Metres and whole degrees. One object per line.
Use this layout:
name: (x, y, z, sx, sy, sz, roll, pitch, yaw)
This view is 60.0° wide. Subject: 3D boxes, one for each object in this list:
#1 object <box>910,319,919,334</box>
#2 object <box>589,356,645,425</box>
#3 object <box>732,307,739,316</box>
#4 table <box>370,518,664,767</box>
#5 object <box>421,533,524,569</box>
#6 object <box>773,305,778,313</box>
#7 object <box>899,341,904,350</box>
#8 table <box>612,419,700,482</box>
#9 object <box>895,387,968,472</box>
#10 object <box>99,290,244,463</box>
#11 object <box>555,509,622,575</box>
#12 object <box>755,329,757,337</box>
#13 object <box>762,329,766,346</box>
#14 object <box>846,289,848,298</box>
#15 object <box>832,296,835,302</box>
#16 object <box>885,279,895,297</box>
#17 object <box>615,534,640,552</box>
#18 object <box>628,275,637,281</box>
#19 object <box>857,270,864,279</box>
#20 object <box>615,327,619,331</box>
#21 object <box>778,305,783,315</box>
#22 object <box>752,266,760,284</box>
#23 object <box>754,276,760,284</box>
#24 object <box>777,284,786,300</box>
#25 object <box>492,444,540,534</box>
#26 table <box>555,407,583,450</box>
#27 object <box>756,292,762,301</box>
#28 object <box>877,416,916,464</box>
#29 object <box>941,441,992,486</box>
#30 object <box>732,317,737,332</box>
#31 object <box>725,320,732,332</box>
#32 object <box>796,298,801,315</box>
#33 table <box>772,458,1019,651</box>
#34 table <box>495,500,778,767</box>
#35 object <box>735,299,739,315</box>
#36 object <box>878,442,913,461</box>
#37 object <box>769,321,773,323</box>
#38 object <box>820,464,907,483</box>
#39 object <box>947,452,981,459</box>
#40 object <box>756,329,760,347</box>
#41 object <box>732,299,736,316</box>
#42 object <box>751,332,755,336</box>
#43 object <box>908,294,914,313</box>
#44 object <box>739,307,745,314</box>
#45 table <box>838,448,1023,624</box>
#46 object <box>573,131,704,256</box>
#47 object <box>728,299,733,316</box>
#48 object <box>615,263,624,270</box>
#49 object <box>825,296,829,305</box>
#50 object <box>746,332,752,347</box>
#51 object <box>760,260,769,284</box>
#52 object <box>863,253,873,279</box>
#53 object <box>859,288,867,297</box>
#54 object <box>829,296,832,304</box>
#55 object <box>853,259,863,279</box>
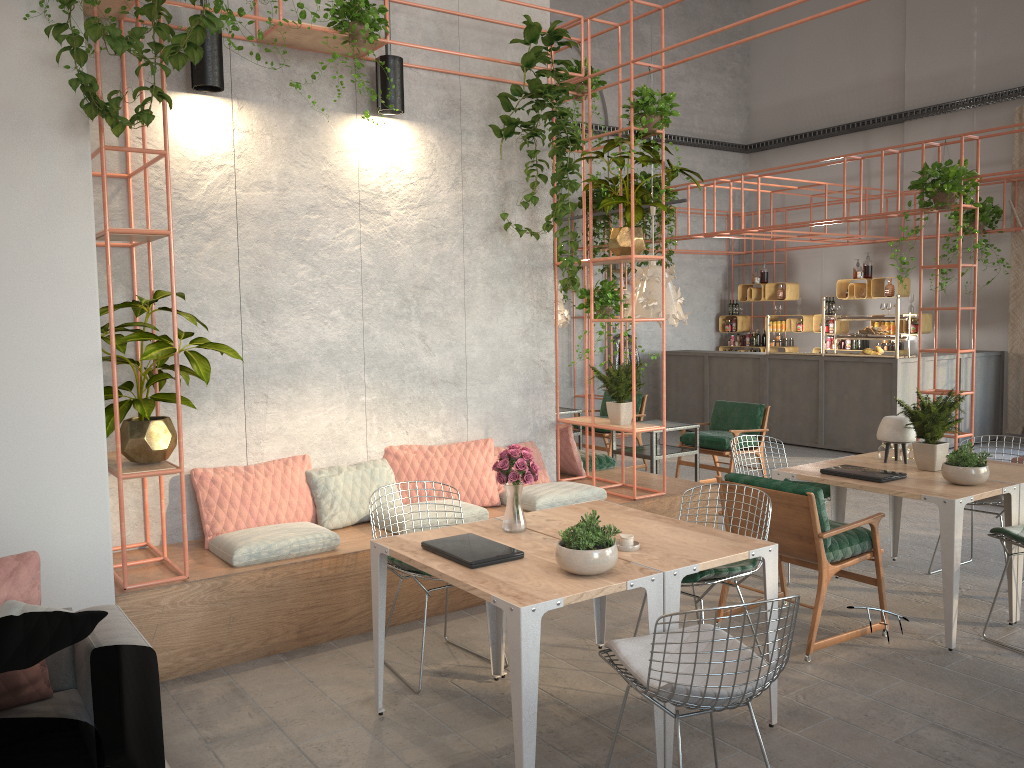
object: (5.693, -0.818, 12.521, 0.131, 0.207, 0.131, 0, 5, 10)
object: (0.816, 0.047, 6.677, 0.438, 0.527, 0.368, -4, 5, -35)
object: (3.827, -1.244, 15.157, 0.115, 0.147, 0.115, 0, 5, 10)
table: (-0.022, 1.142, 3.816, 0.694, 0.830, 1.205, -4, 5, -35)
object: (-0.175, 0.714, 3.819, 0.268, 0.031, 0.427, -4, 5, -35)
object: (4.304, -1.204, 14.471, 0.083, 0.159, 0.083, -3, 5, -25)
object: (5.662, -0.566, 12.905, 0.073, 0.131, 0.073, -5, 6, -42)
table: (1.377, 0.783, 8.508, 0.635, 0.798, 0.602, -4, 5, -35)
object: (2.627, 0.278, 5.544, 0.438, 0.527, 0.368, -4, 5, -35)
object: (-1.939, -0.043, 4.686, 0.934, 0.919, 0.903, 1, 5, 27)
object: (0.294, 0.622, 3.511, 0.248, 0.247, 0.254, -4, 5, -35)
object: (4.117, -0.775, 14.905, 0.074, 0.287, 0.072, -1, 4, -3)
object: (4.236, -0.776, 14.891, 0.074, 0.287, 0.072, -1, 4, -3)
object: (5.112, -1.375, 13.440, 0.097, 0.148, 0.097, -5, 6, -38)
object: (4.979, -1.226, 13.745, 0.066, 0.291, 0.066, -1, 5, 5)
object: (5.487, -1.393, 12.880, 0.137, 0.261, 0.137, -1, 4, 1)
object: (0.497, 0.680, 3.848, 0.115, 0.078, 0.115, -4, 5, -29)
object: (1.963, -1.697, 14.241, 0.263, 0.101, 0.013, -4, 5, -35)
object: (5.164, -1.622, 13.148, 0.088, 0.123, 0.088, 1, 5, 21)
object: (1.665, -0.879, 14.142, 0.093, 0.121, 0.049, -4, 5, -32)
object: (4.356, -1.199, 14.396, 0.083, 0.159, 0.083, -3, 5, -25)
object: (4.122, -1.834, 14.947, 0.134, 0.301, 0.134, 3, 6, 44)
object: (4.069, -1.726, 14.721, 0.088, 0.123, 0.088, 1, 5, 21)
object: (4.392, -1.497, 14.454, 0.137, 0.261, 0.137, -1, 4, 1)
object: (0.020, 0.490, 4.183, 0.213, 0.414, 0.225, -5, 6, -42)
table: (0.376, 0.688, 9.946, 0.635, 0.798, 0.602, -4, 5, -35)
object: (4.125, -1.455, 14.734, 0.123, 0.142, 0.141, -4, 5, -35)
object: (2.542, 0.372, 5.867, 0.241, 0.313, 0.241, 0, 5, 10)
object: (2.612, 0.455, 5.113, 0.248, 0.247, 0.254, -4, 5, -35)
object: (3.822, -1.017, 15.160, 0.072, 0.248, 0.094, -4, 5, -35)
object: (3.743, -1.001, 15.297, 0.131, 0.207, 0.131, 0, 5, 10)
object: (4.607, -1.249, 14.247, 0.075, 0.273, 0.075, 1, 5, 21)
table: (2.296, 0.975, 5.418, 0.694, 0.830, 1.205, -4, 5, -35)
table: (0.548, 1.101, 4.214, 0.694, 0.830, 1.214, -4, 5, -35)
object: (3.884, -1.329, 15.319, 0.066, 0.291, 0.066, -1, 5, 5)
object: (2.608, 0.430, 6.015, 0.210, 0.154, 0.165, 3, 6, 45)
object: (4.242, -0.941, 14.532, 0.069, 0.191, 0.069, 0, 5, 7)
object: (2.143, 0.547, 5.421, 0.268, 0.031, 0.427, -4, 5, -35)
object: (3.000, 0.486, 5.891, 0.218, 0.041, 0.218, -3, 5, -26)
object: (4.100, -0.767, 14.786, 0.066, 0.291, 0.066, 3, 6, 39)
object: (3.816, -1.325, 15.275, 0.066, 0.291, 0.066, -3, 5, -28)
object: (4.055, -0.759, 14.977, 0.072, 0.248, 0.094, -4, 5, -35)
object: (5.702, -1.145, 12.673, 0.075, 0.273, 0.075, 3, 6, 44)
object: (3.935, -1.251, 15.231, 0.115, 0.147, 0.115, 0, 5, 10)
table: (2.866, 0.934, 5.817, 0.694, 0.830, 1.214, -4, 5, -35)
object: (0.921, -1.418, 6.553, 0.934, 0.947, 0.903, 0, 5, 17)
object: (3.753, -1.320, 15.230, 0.066, 0.291, 0.066, 1, 5, 25)
object: (1.701, -1.881, 14.028, 0.133, 0.145, 0.133, 0, 5, 17)
object: (4.848, -1.216, 13.657, 0.066, 0.291, 0.066, 1, 5, 25)
object: (3.995, -0.755, 14.938, 0.072, 0.248, 0.094, -4, 5, -35)
object: (4.201, -1.863, 14.767, 0.134, 0.386, 0.134, -1, 4, -1)
object: (5.296, -1.760, 13.193, 0.134, 0.386, 0.134, 3, 6, 44)
object: (5.221, -1.351, 13.161, 0.123, 0.142, 0.141, -4, 5, -35)
object: (4.911, -1.221, 13.701, 0.066, 0.291, 0.066, -3, 5, -28)
object: (5.217, -1.730, 13.374, 0.134, 0.301, 0.134, 3, 6, 44)
